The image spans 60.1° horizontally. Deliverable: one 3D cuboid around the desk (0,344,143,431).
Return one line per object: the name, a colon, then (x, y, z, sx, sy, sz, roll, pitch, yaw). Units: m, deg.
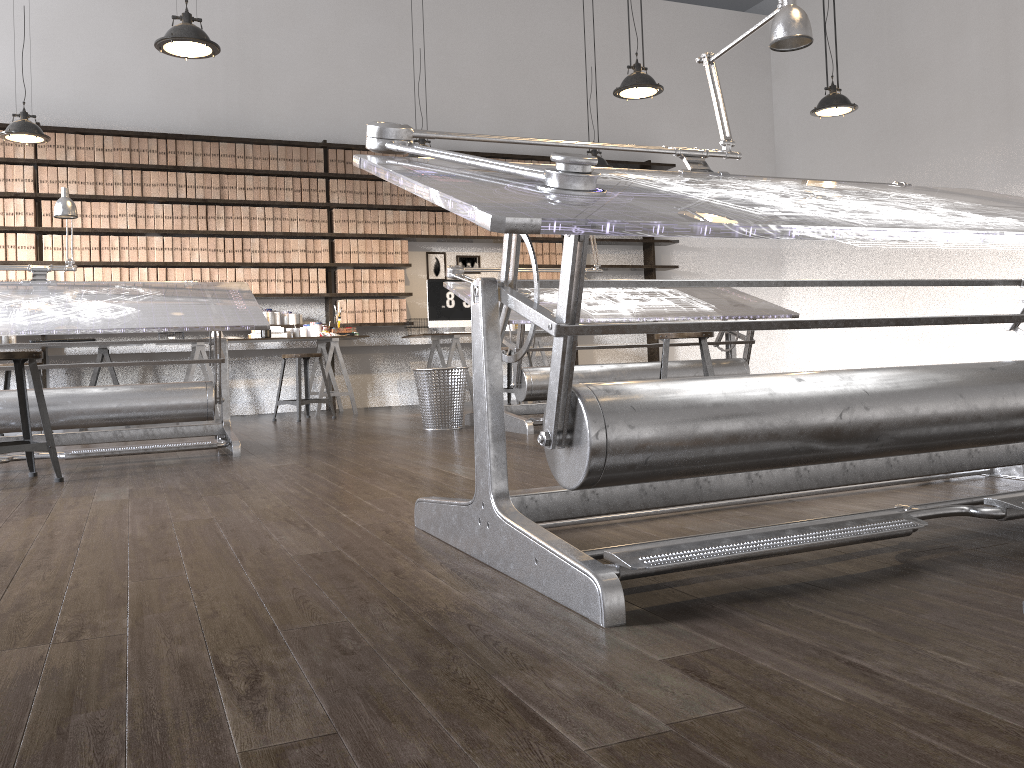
desk: (-3.709, 0.041, 6.763, 1.669, 0.670, 0.655, -3, 0, -23)

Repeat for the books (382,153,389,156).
books: (-1.209, -2.052, 8.338, 0.067, 0.226, 0.174, -2, 0, -23)

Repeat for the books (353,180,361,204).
books: (-1.461, -1.761, 8.217, 0.067, 0.226, 0.174, -2, 0, -23)

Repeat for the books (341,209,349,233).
books: (-1.561, -1.486, 8.158, 0.067, 0.226, 0.174, -2, 0, -23)

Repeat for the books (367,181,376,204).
books: (-1.331, -1.767, 8.269, 0.067, 0.226, 0.174, -2, 0, -23)

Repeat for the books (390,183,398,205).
books: (-1.134, -1.778, 8.360, 0.067, 0.226, 0.174, -2, 0, -23)

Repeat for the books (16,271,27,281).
books: (-3.937, -0.816, 7.117, 0.067, 0.226, 0.174, -2, 0, -23)

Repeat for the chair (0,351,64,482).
chair: (-2.022, 0.141, 3.497, 0.358, 0.528, 0.371, -2, -1, -45)

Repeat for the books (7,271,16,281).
books: (-3.996, -0.813, 7.088, 0.067, 0.226, 0.174, -2, 0, -23)

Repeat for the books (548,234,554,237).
books: (0.361, -1.585, 8.995, 0.067, 0.226, 0.174, -2, 0, -23)

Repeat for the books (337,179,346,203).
books: (-1.583, -1.754, 8.159, 0.067, 0.226, 0.174, -2, 0, -23)

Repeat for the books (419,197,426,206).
books: (-0.887, -1.790, 8.464, 0.067, 0.226, 0.174, -2, 0, -23)

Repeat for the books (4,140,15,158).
books: (-4.032, -1.906, 7.121, 0.067, 0.226, 0.174, -2, 0, -23)

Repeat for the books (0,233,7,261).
books: (-4.069, -1.080, 7.064, 0.067, 0.226, 0.174, -2, 0, -23)

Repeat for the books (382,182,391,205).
books: (-1.198, -1.774, 8.328, 0.067, 0.226, 0.174, -2, 0, -23)

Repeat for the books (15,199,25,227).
books: (-3.953, -1.364, 7.127, 0.067, 0.226, 0.174, -2, 0, -23)

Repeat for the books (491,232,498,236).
books: (-0.208, -1.556, 8.743, 0.067, 0.226, 0.174, -2, 0, -23)

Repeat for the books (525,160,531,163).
books: (0.132, -2.121, 8.915, 0.067, 0.226, 0.174, -2, 0, -23)

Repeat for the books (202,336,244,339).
books: (-2.368, -0.372, 7.228, 0.355, 0.029, 0.256, -3, 2, -23)

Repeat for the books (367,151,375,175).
books: (-1.332, -2.045, 8.286, 0.067, 0.226, 0.174, -2, 0, -23)

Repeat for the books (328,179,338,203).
books: (-1.651, -1.751, 8.134, 0.067, 0.226, 0.174, -2, 0, -23)

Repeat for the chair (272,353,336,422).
chair: (-1.648, 0.027, 6.983, 0.358, 0.528, 0.372, -3, -1, 40)

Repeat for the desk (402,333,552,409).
desk: (-0.125, -0.143, 8.311, 1.669, 0.670, 0.655, -3, 0, -23)

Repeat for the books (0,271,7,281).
books: (-4.052, -0.810, 7.059, 0.067, 0.226, 0.174, -2, 0, -23)

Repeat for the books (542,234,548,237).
books: (0.296, -1.582, 8.967, 0.067, 0.226, 0.174, -2, 0, -23)

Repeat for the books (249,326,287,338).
books: (-2.076, -0.448, 7.550, 0.294, 0.148, 0.385, -3, 1, -23)

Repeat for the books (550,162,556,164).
books: (0.390, -2.134, 9.029, 0.067, 0.226, 0.174, -2, 0, -23)

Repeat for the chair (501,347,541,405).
chair: (0.005, -0.059, 7.726, 0.371, 0.528, 0.358, -3, 0, 35)

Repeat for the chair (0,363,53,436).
chair: (-3.486, 0.120, 6.264, 0.372, 0.528, 0.358, -2, 0, -15)

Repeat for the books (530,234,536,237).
books: (0.173, -1.576, 8.913, 0.067, 0.226, 0.174, -2, 0, -23)

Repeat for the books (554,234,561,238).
books: (0.428, -1.589, 9.019, 0.067, 0.226, 0.174, -2, 0, -23)

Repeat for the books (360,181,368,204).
books: (-1.402, -1.764, 8.245, 0.067, 0.226, 0.174, -2, 0, -23)

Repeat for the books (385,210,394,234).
books: (-1.170, -1.506, 8.330, 0.067, 0.226, 0.174, -2, 0, -23)

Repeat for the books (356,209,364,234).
books: (-1.429, -1.493, 8.219, 0.067, 0.226, 0.174, -2, 0, -23)

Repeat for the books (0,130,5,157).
books: (-4.095, -1.903, 7.091, 0.067, 0.226, 0.174, -2, 0, -23)

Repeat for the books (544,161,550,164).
books: (0.322, -2.131, 8.999, 0.067, 0.226, 0.174, -2, 0, -23)

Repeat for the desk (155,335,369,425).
desk: (-2.089, -0.042, 7.462, 1.669, 0.670, 0.655, -3, 0, -23)

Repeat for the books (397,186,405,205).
books: (-1.069, -1.781, 8.388, 0.067, 0.226, 0.174, -2, 0, -23)

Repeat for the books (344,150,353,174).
books: (-1.528, -2.035, 8.202, 0.067, 0.226, 0.174, -2, 0, -23)

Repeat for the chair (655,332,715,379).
chair: (0.941, -0.012, 4.786, 0.371, 0.528, 0.358, -2, 0, 5)

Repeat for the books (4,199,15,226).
books: (-4.019, -1.361, 7.103, 0.067, 0.226, 0.174, -2, 0, -23)

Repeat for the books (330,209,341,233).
books: (-1.621, -1.483, 8.137, 0.067, 0.226, 0.174, -2, 0, -23)

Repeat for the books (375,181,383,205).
books: (-1.265, -1.771, 8.304, 0.067, 0.226, 0.174, -2, 0, -23)

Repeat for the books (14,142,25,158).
books: (-3.966, -1.910, 7.145, 0.067, 0.226, 0.174, -2, 0, -23)

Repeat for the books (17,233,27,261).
books: (-3.933, -1.087, 7.127, 0.067, 0.226, 0.174, -2, 0, -23)

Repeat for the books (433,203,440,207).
books: (-0.757, -1.797, 8.522, 0.067, 0.226, 0.174, -2, 0, -23)

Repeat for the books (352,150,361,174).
books: (-1.461, -2.039, 8.226, 0.067, 0.226, 0.174, -2, 0, -23)

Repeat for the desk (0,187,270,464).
desk: (-2.424, -0.303, 4.313, 2.281, 1.388, 1.075, -3, 0, -23)

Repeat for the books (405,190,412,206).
books: (-1.005, -1.784, 8.410, 0.067, 0.226, 0.174, -2, 0, -23)

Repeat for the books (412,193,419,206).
books: (-0.946, -1.787, 8.440, 0.067, 0.226, 0.174, -2, 0, -23)

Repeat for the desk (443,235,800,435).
desk: (0.653, -0.462, 5.642, 2.070, 1.388, 1.075, -3, 0, -23)

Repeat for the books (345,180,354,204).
books: (-1.517, -1.758, 8.188, 0.067, 0.226, 0.174, -2, 0, -23)

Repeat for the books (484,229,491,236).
books: (-0.274, -1.552, 8.714, 0.067, 0.226, 0.174, -2, 0, -23)

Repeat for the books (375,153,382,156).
books: (-1.268, -2.048, 8.307, 0.067, 0.226, 0.174, -2, 0, -23)

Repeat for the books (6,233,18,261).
books: (-4.004, -1.084, 7.099, 0.067, 0.226, 0.174, -2, 0, -23)

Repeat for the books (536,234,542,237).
books: (0.236, -1.579, 8.935, 0.067, 0.226, 0.174, -2, 0, -23)

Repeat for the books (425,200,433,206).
books: (-0.820, -1.794, 8.491, 0.067, 0.226, 0.174, -2, 0, -23)

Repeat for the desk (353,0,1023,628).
desk: (0.709, -0.366, 2.197, 2.070, 1.388, 1.075, -3, 0, -23)

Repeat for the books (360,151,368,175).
books: (-1.398, -2.042, 8.258, 0.067, 0.226, 0.174, -2, 0, -23)
